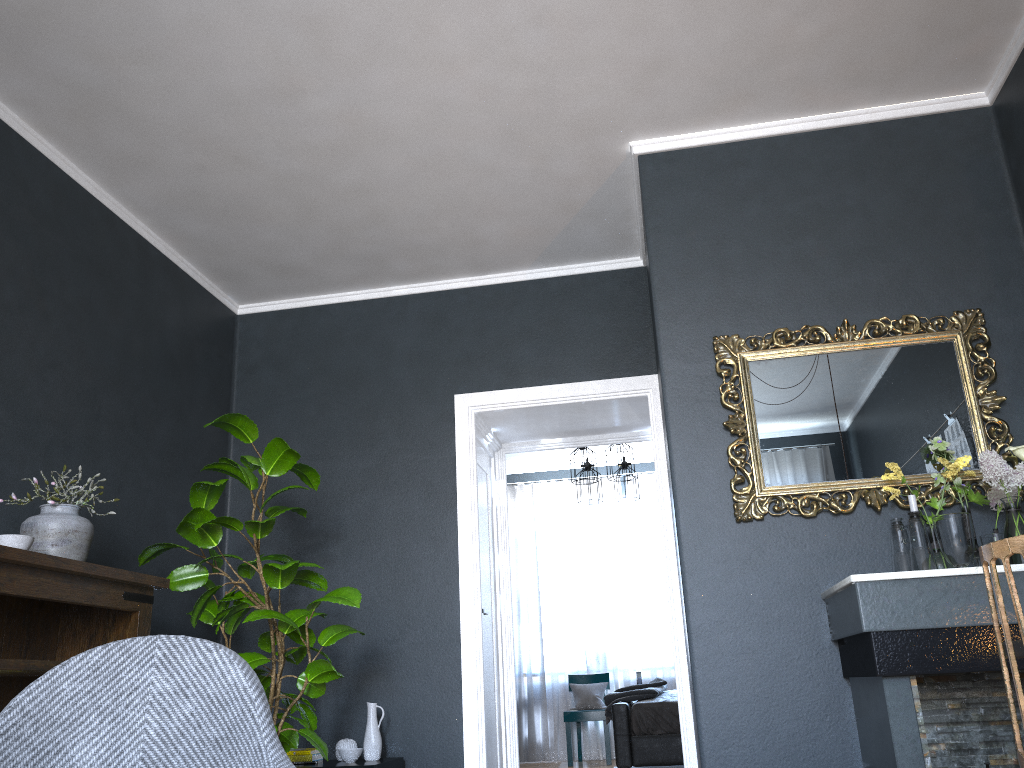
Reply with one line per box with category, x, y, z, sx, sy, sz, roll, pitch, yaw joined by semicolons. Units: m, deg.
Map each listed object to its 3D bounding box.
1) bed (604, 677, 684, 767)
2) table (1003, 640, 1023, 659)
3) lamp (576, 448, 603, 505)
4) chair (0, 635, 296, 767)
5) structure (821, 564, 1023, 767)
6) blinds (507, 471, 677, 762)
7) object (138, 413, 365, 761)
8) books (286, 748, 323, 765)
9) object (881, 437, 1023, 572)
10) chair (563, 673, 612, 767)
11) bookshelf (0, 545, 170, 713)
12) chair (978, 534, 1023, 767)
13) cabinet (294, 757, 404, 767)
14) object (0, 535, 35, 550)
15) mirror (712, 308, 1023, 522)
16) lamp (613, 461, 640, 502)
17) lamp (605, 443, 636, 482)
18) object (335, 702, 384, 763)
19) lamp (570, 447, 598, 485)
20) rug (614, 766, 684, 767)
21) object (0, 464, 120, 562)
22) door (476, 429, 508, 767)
bed;1.914;2.370;6.824;2.375;1.156;2.276;-6;-19;9
table;1.339;0.516;0.706;1.126;0.724;1.611;-6;-19;9
lamp;0.663;0.651;7.829;0.210;0.800;0.211;-10;-20;22
chair;-0.646;0.789;1.356;0.645;0.807;0.497;1;-19;-12
structure;1.590;1.071;2.709;1.066;0.976;0.838;-6;-19;9
blinds;1.304;2.277;8.974;3.993;2.775;0.314;-6;-19;9
object;-1.115;1.079;3.767;1.118;1.890;0.767;-4;-18;3
books;-1.035;1.816;4.323;0.215;0.065;0.163;-4;-19;5
object;1.695;0.389;3.080;0.727;0.544;0.476;-7;-19;12
chair;0.729;3.147;8.362;0.436;0.795;0.595;-6;-19;9
bookshelf;-1.746;1.062;2.536;0.451;1.166;1.927;-6;-19;9
chair;0.865;0.611;1.102;0.384;0.852;0.458;-1;-19;-5
cabinet;-0.891;2.006;4.200;0.650;0.388;0.458;-6;-19;9
object;-1.715;0.519;2.914;0.255;0.103;0.118;6;-21;-24
mirror;1.357;0.114;3.455;1.057;0.780;0.067;-6;-19;9
lamp;1.022;0.689;8.079;0.210;0.743;0.211;-10;-20;22
lamp;0.851;0.389;7.150;0.210;0.766;0.211;-10;-20;22
object;-0.772;1.693;4.313;0.229;0.266;0.229;-19;-25;40
lamp;0.589;0.481;7.481;0.210;0.710;0.211;-10;-20;22
rug;1.430;2.959;6.691;1.458;0.013;2.054;-6;-19;9
object;-1.681;0.482;3.281;0.385;0.410;0.276;1;-19;-12
door;-0.179;1.341;5.120;0.162;2.176;0.860;-6;-19;9
